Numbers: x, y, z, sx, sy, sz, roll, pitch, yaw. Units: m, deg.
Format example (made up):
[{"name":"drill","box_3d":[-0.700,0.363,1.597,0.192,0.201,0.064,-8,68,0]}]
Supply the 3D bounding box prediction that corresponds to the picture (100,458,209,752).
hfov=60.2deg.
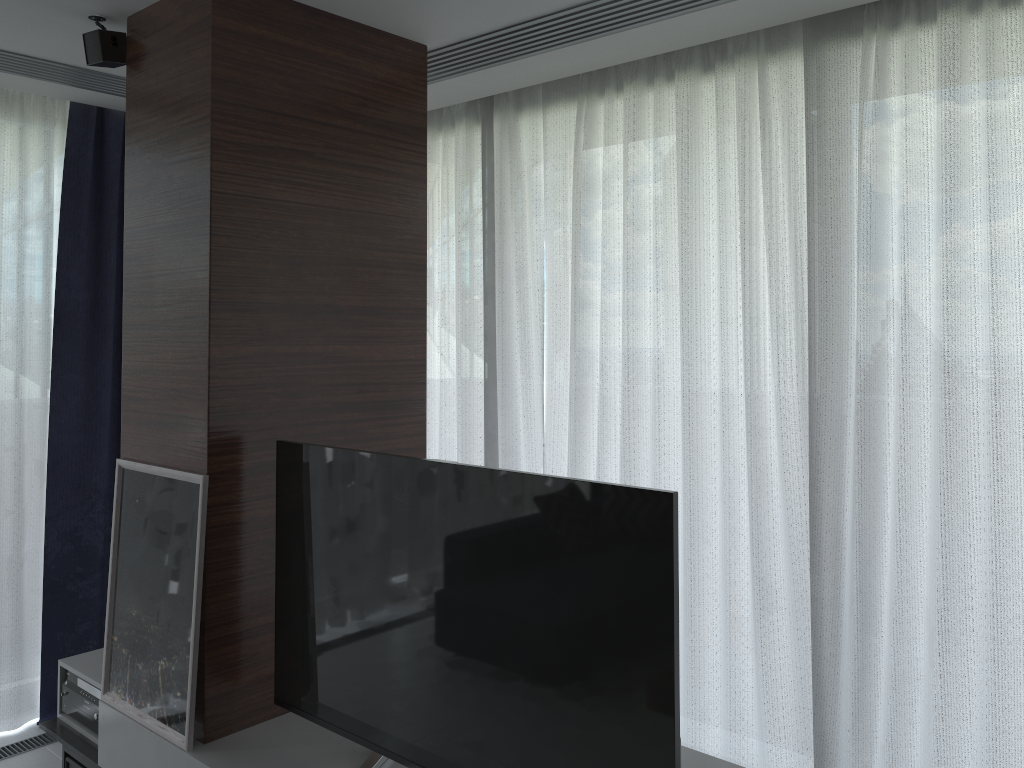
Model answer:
[{"name":"picture","box_3d":[-1.005,0.584,2.462,0.500,0.702,0.053,0,-2,41]}]

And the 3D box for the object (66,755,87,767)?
[{"name":"object","box_3d":[-1.224,1.279,2.763,0.213,0.252,0.254,0,0,41]}]

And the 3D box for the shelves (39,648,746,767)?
[{"name":"shelves","box_3d":[-0.366,1.187,2.424,2.349,0.500,0.873,2,3,41]}]

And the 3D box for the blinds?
[{"name":"blinds","box_3d":[-1.330,0.170,0.295,5.799,2.776,7.137,2,3,45]}]

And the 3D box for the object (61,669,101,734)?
[{"name":"object","box_3d":[-1.227,1.009,2.911,0.369,0.150,0.369,2,3,41]}]

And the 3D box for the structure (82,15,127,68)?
[{"name":"structure","box_3d":[-1.260,-1.056,2.744,0.084,0.142,0.114,-1,0,31]}]

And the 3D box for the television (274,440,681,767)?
[{"name":"television","box_3d":[-0.156,0.566,1.989,1.230,0.787,0.297,1,0,41]}]
